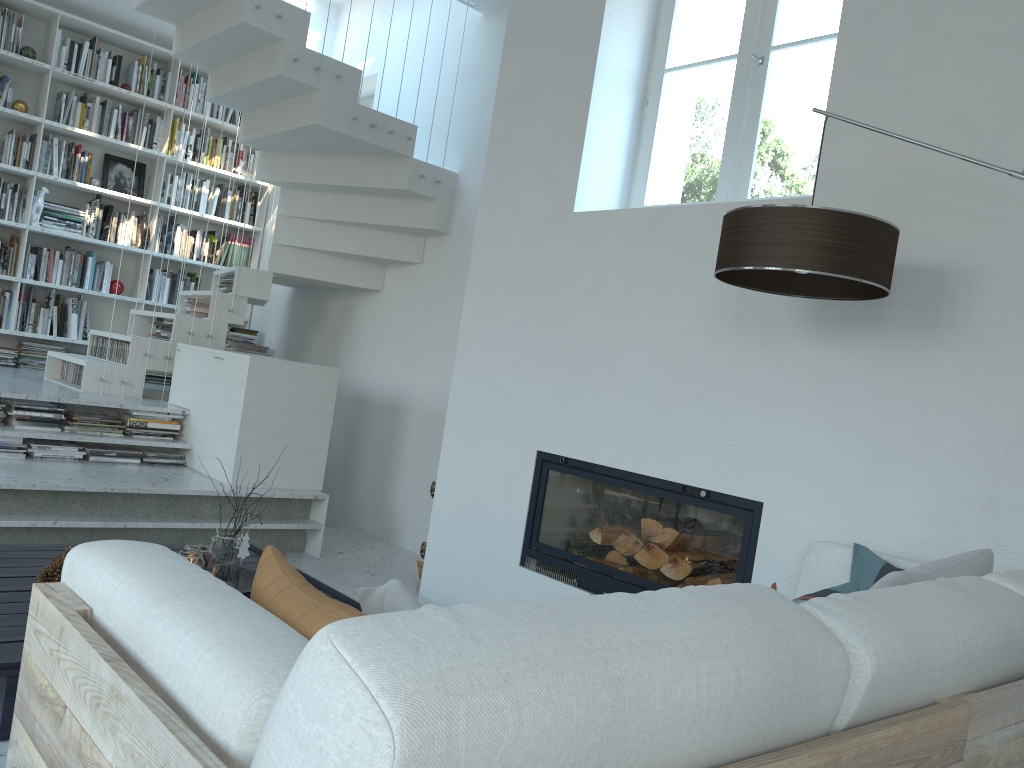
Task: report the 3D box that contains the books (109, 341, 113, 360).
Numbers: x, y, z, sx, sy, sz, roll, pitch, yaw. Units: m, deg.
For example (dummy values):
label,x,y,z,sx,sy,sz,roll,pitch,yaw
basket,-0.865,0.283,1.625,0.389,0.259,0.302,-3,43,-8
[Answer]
label,x,y,z,sx,sy,sz,roll,pitch,yaw
books,-2.434,-0.199,5.520,0.125,0.125,0.008,9,1,-41

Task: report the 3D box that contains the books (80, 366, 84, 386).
label,x,y,z,sx,sy,sz,roll,pitch,yaw
books,-2.557,-0.042,5.409,0.125,0.125,0.008,9,1,-41

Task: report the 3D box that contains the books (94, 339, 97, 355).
label,x,y,z,sx,sy,sz,roll,pitch,yaw
books,-2.637,-0.230,5.754,0.125,0.125,0.008,9,1,-41

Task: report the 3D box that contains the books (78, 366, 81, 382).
label,x,y,z,sx,sy,sz,roll,pitch,yaw
books,-2.593,-0.048,5.450,0.125,0.125,0.008,9,1,-41

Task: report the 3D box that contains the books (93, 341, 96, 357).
label,x,y,z,sx,sy,sz,roll,pitch,yaw
books,-2.647,-0.232,5.766,0.125,0.125,0.007,9,1,-41

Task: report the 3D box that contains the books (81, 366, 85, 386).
label,x,y,z,sx,sy,sz,roll,pitch,yaw
books,-2.543,-0.040,5.393,0.125,0.125,0.007,9,1,-41

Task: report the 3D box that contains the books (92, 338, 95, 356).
label,x,y,z,sx,sy,sz,roll,pitch,yaw
books,-2.665,-0.234,5.785,0.125,0.125,0.012,9,1,-41

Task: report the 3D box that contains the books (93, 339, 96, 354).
label,x,y,z,sx,sy,sz,roll,pitch,yaw
books,-2.652,-0.233,5.771,0.125,0.125,0.007,9,1,-41

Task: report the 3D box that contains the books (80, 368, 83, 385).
label,x,y,z,sx,sy,sz,roll,pitch,yaw
books,-2.563,-0.043,5.416,0.125,0.125,0.010,9,1,-41

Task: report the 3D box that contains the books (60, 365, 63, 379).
label,x,y,z,sx,sy,sz,roll,pitch,yaw
books,-2.848,-0.087,5.744,0.125,0.125,0.008,9,1,-41

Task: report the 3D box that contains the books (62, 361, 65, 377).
label,x,y,z,sx,sy,sz,roll,pitch,yaw
books,-2.826,-0.083,5.718,0.125,0.125,0.007,9,1,-41

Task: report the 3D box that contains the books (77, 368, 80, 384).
label,x,y,z,sx,sy,sz,roll,pitch,yaw
books,-2.602,-0.049,5.461,0.125,0.125,0.008,9,1,-41

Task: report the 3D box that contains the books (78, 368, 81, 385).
label,x,y,z,sx,sy,sz,roll,pitch,yaw
books,-2.588,-0.047,5.445,0.125,0.125,0.008,9,1,-41

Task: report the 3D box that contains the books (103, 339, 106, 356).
label,x,y,z,sx,sy,sz,roll,pitch,yaw
books,-2.518,-0.212,5.617,0.125,0.125,0.009,9,1,-41

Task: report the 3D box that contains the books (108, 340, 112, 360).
label,x,y,z,sx,sy,sz,roll,pitch,yaw
books,-2.444,-0.201,5.532,0.125,0.125,0.008,9,1,-41

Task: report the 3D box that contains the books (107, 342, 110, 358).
label,x,y,z,sx,sy,sz,roll,pitch,yaw
books,-2.463,-0.204,5.554,0.125,0.125,0.008,9,1,-41

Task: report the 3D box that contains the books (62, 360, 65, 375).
label,x,y,z,sx,sy,sz,roll,pitch,yaw
books,-2.831,-0.084,5.724,0.125,0.125,0.009,9,1,-41

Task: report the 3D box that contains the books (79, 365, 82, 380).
label,x,y,z,sx,sy,sz,roll,pitch,yaw
books,-2.583,-0.046,5.439,0.125,0.125,0.007,9,1,-41

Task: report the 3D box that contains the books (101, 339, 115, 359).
label,x,y,z,sx,sy,sz,roll,pitch,yaw
books,-2.537,-0.215,5.639,0.125,0.125,0.008,9,1,-41

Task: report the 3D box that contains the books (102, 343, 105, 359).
label,x,y,z,sx,sy,sz,roll,pitch,yaw
books,-2.523,-0.213,5.622,0.125,0.125,0.010,9,1,-41

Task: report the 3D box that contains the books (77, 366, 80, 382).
label,x,y,z,sx,sy,sz,roll,pitch,yaw
books,-2.608,-0.050,5.467,0.125,0.125,0.008,9,1,-41

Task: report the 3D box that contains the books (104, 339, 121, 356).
label,x,y,z,sx,sy,sz,roll,pitch,yaw
books,-2.505,-0.210,5.602,0.125,0.125,0.010,9,1,-41

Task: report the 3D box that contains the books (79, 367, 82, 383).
label,x,y,z,sx,sy,sz,roll,pitch,yaw
books,-2.578,-0.045,5.434,0.125,0.125,0.008,9,1,-41

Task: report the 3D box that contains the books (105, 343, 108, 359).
label,x,y,z,sx,sy,sz,roll,pitch,yaw
books,-2.485,-0.207,5.579,0.125,0.125,0.007,9,1,-41

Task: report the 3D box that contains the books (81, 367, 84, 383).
label,x,y,z,sx,sy,sz,roll,pitch,yaw
books,-2.552,-0.041,5.404,0.125,0.125,0.008,9,1,-41

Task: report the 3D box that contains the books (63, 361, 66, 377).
label,x,y,z,sx,sy,sz,roll,pitch,yaw
books,-2.811,-0.081,5.702,0.125,0.125,0.008,9,1,-41

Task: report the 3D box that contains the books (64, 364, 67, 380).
label,x,y,z,sx,sy,sz,roll,pitch,yaw
books,-2.790,-0.078,5.677,0.125,0.125,0.009,9,1,-41

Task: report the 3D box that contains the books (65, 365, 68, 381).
label,x,y,z,sx,sy,sz,roll,pitch,yaw
books,-2.775,-0.076,5.660,0.125,0.125,0.008,9,1,-41

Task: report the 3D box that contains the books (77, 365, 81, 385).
label,x,y,z,sx,sy,sz,roll,pitch,yaw
books,-2.598,-0.048,5.456,0.125,0.125,0.008,9,1,-41

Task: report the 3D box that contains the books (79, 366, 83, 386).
label,x,y,z,sx,sy,sz,roll,pitch,yaw
books,-2.568,-0.044,5.421,0.125,0.125,0.010,9,1,-41

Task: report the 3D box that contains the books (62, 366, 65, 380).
label,x,y,z,sx,sy,sz,roll,pitch,yaw
books,-2.816,-0.082,5.707,0.125,0.125,0.008,9,1,-41

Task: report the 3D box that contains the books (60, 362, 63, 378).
label,x,y,z,sx,sy,sz,roll,pitch,yaw
books,-2.853,-0.088,5.749,0.125,0.125,0.007,9,1,-41

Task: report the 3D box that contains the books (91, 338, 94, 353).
label,x,y,z,sx,sy,sz,roll,pitch,yaw
books,-2.681,-0.237,5.804,0.125,0.125,0.007,9,1,-41

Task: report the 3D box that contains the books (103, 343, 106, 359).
label,x,y,z,sx,sy,sz,roll,pitch,yaw
books,-2.511,-0.211,5.609,0.125,0.125,0.007,9,1,-41

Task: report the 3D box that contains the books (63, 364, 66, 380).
label,x,y,z,sx,sy,sz,roll,pitch,yaw
books,-2.806,-0.080,5.695,0.125,0.125,0.010,9,1,-41

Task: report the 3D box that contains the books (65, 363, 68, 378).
label,x,y,z,sx,sy,sz,roll,pitch,yaw
books,-2.780,-0.076,5.665,0.125,0.125,0.008,9,1,-41

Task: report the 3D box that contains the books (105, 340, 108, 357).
label,x,y,z,sx,sy,sz,roll,pitch,yaw
books,-2.490,-0.208,5.585,0.125,0.125,0.010,9,1,-41

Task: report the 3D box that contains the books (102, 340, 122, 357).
label,x,y,z,sx,sy,sz,roll,pitch,yaw
books,-2.530,-0.214,5.631,0.125,0.125,0.012,9,1,-41

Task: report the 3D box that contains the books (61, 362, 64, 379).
label,x,y,z,sx,sy,sz,roll,pitch,yaw
books,-2.837,-0.085,5.731,0.125,0.125,0.010,9,1,-41

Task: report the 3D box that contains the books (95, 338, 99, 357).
label,x,y,z,sx,sy,sz,roll,pitch,yaw
books,-2.619,-0.227,5.733,0.125,0.125,0.010,9,1,-41

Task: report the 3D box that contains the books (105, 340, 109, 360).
label,x,y,z,sx,sy,sz,roll,pitch,yaw
books,-2.479,-0.206,5.573,0.125,0.125,0.007,9,1,-41

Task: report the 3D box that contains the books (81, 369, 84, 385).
label,x,y,z,sx,sy,sz,roll,pitch,yaw
books,-2.547,-0.041,5.398,0.125,0.125,0.008,9,1,-41

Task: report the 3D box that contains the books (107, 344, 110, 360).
label,x,y,z,sx,sy,sz,roll,pitch,yaw
books,-2.458,-0.203,5.548,0.125,0.125,0.008,9,1,-41

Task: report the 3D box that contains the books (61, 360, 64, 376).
label,x,y,z,sx,sy,sz,roll,pitch,yaw
books,-2.843,-0.086,5.738,0.125,0.125,0.008,9,1,-41

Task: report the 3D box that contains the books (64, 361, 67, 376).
label,x,y,z,sx,sy,sz,roll,pitch,yaw
books,-2.800,-0.079,5.689,0.125,0.125,0.007,9,1,-41

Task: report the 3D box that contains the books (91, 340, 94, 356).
label,x,y,z,sx,sy,sz,roll,pitch,yaw
books,-2.676,-0.236,5.799,0.125,0.125,0.008,9,1,-41

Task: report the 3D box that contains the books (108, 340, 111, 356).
label,x,y,z,sx,sy,sz,roll,pitch,yaw
books,-2.453,-0.202,5.543,0.125,0.125,0.008,9,1,-41

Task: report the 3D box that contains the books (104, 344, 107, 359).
label,x,y,z,sx,sy,sz,roll,pitch,yaw
books,-2.498,-0.209,5.593,0.125,0.125,0.014,9,1,-41

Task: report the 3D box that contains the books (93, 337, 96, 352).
label,x,y,z,sx,sy,sz,roll,pitch,yaw
books,-2.657,-0.233,5.777,0.125,0.125,0.008,9,1,-41

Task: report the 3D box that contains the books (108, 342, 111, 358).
label,x,y,z,sx,sy,sz,roll,pitch,yaw
books,-2.448,-0.201,5.537,0.125,0.125,0.008,9,1,-41

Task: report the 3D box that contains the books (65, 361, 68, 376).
label,x,y,z,sx,sy,sz,roll,pitch,yaw
books,-2.784,-0.077,5.671,0.125,0.125,0.007,9,1,-41

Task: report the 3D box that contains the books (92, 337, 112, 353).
label,x,y,z,sx,sy,sz,roll,pitch,yaw
books,-2.670,-0.235,5.792,0.125,0.125,0.010,9,1,-41

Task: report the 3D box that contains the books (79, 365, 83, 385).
label,x,y,z,sx,sy,sz,roll,pitch,yaw
books,-2.573,-0.044,5.427,0.125,0.125,0.008,9,1,-41

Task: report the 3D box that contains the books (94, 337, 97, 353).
label,x,y,z,sx,sy,sz,roll,pitch,yaw
books,-2.642,-0.231,5.760,0.125,0.125,0.007,9,1,-41

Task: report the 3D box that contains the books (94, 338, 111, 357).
label,x,y,z,sx,sy,sz,roll,pitch,yaw
books,-2.632,-0.230,5.748,0.125,0.125,0.008,9,1,-41

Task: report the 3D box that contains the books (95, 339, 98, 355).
label,x,y,z,sx,sy,sz,roll,pitch,yaw
books,-2.626,-0.229,5.741,0.125,0.125,0.010,9,1,-41

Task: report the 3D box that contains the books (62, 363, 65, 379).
label,x,y,z,sx,sy,sz,roll,pitch,yaw
books,-2.821,-0.083,5.713,0.125,0.125,0.007,9,1,-41

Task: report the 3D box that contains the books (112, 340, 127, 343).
label,x,y,z,sx,sy,sz,roll,pitch,yaw
books,-2.469,-0.205,5.561,0.125,0.125,0.010,9,1,-41

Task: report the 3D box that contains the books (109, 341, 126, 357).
label,x,y,z,sx,sy,sz,roll,pitch,yaw
books,-2.439,-0.200,5.526,0.125,0.125,0.007,9,1,-41

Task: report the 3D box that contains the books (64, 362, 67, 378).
label,x,y,z,sx,sy,sz,roll,pitch,yaw
books,-2.795,-0.079,5.682,0.125,0.125,0.009,9,1,-41
